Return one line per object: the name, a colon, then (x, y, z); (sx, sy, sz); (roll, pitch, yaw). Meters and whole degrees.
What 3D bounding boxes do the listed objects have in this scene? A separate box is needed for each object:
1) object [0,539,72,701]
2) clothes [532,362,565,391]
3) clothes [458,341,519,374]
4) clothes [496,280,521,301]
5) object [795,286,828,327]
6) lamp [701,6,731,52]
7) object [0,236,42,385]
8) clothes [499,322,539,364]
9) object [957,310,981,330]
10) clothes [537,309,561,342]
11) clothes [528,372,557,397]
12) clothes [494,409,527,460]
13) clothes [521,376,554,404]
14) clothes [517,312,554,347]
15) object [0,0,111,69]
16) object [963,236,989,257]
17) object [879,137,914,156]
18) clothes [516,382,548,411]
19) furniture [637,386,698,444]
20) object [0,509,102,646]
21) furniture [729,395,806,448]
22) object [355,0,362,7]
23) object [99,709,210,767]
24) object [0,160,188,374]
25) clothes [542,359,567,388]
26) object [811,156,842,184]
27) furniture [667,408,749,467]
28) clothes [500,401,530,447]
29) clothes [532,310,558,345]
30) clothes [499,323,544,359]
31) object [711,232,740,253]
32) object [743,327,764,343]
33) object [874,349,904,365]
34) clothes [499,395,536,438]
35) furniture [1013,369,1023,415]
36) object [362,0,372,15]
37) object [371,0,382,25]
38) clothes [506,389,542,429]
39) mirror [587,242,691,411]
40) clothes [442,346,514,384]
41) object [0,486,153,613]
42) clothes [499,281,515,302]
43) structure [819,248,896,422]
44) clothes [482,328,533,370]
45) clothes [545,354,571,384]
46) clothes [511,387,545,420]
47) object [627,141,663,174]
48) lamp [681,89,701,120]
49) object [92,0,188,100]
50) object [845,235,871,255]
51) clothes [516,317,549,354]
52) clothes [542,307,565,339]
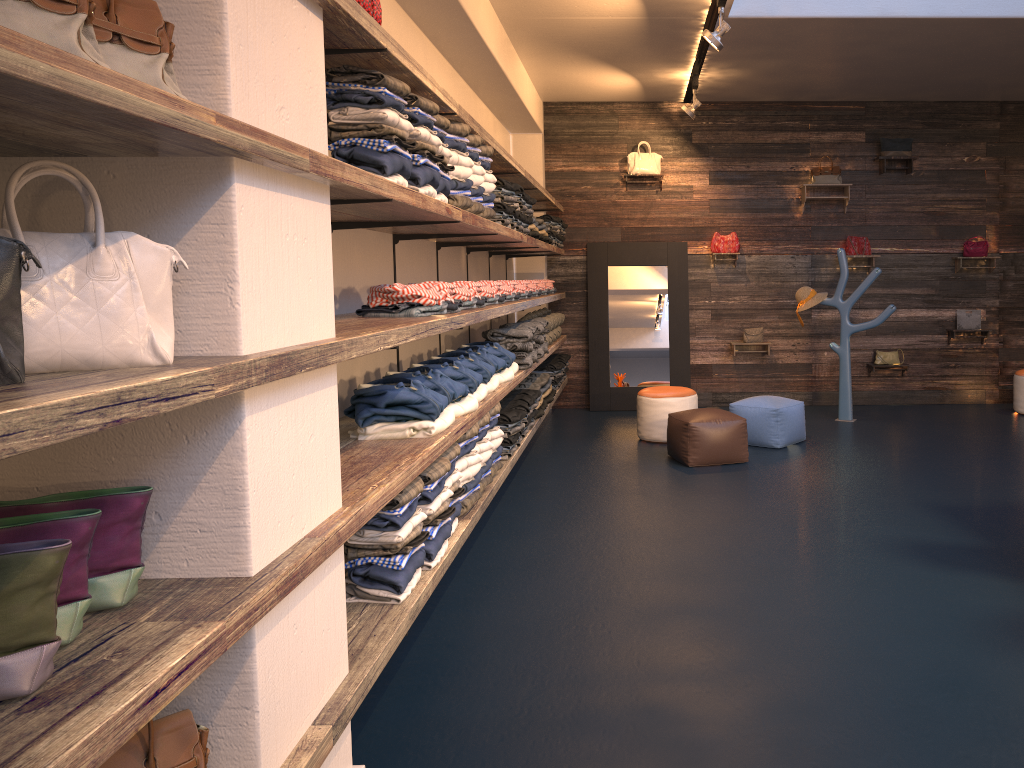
object: (-0.910, 0.380, 1.325); (0.440, 0.235, 0.169); (-3, 5, -19)
clothes: (0.332, -0.064, 8.570); (0.366, 0.298, 0.332); (0, 5, 6)
clothes: (-0.191, -0.163, 5.775); (0.423, 0.239, 0.432); (0, 6, 3)
clothes: (-0.097, -0.683, 6.365); (0.322, 0.154, 0.351); (-1, 6, -1)
object: (3.188, -0.819, 9.247); (0.336, 0.439, 0.356); (-1, 5, 0)
lamp: (1.426, -2.468, 6.052); (0.197, 0.326, 0.221); (-5, 6, -42)
object: (-0.942, -0.176, 1.284); (0.178, 0.384, 0.461); (2, 6, 39)
clothes: (0.017, -0.306, 6.594); (0.401, 0.316, 0.350); (-2, 5, -10)
object: (5.292, -0.746, 10.048); (0.263, 0.229, 0.083); (1, 4, 17)
clothes: (0.322, -0.611, 8.951); (0.329, 0.340, 0.404); (0, 5, 11)
clothes: (0.205, 0.006, 8.187); (0.417, 0.250, 0.348); (-1, 6, 1)
clothes: (-0.101, 0.311, 5.497); (0.366, 0.298, 0.332); (0, 5, 6)
clothes: (0.148, 0.054, 7.790); (0.403, 0.250, 0.360); (1, 6, 13)
clothes: (0.197, -0.504, 8.067); (0.329, 0.340, 0.404); (0, 5, 11)
object: (-0.857, -0.657, 1.348); (0.164, 0.365, 0.417); (3, 6, 45)
object: (5.343, -1.583, 10.008); (0.249, 0.242, 0.217); (-1, 5, -1)
object: (4.383, -2.694, 9.900); (0.426, 0.231, 0.175); (-1, 5, -6)
clothes: (0.090, 0.105, 7.373); (0.417, 0.250, 0.348); (-1, 6, 1)
furniture: (1.456, 0.277, 8.134); (0.573, 0.478, 0.590); (0, 5, 6)
object: (-0.946, 0.359, 1.498); (0.444, 0.235, 0.167); (-3, 5, -23)
furniture: (2.336, 0.321, 7.949); (0.596, 0.421, 0.704); (5, 8, 42)
object: (-0.615, -1.222, 2.530); (0.320, 0.244, 0.142); (-1, 4, -1)
object: (-0.781, 0.752, 1.682); (0.164, 0.365, 0.417); (3, 6, 45)
object: (-0.827, -0.215, 1.597); (0.463, 0.384, 0.177); (-6, 6, -42)
clothes: (0.367, -0.103, 8.897); (0.375, 0.298, 0.315); (-1, 5, -8)
object: (3.584, -2.434, 9.901); (0.341, 0.334, 0.171); (0, 4, 12)
furniture: (1.618, 0.416, 7.210); (0.676, 0.421, 0.625); (-2, 6, -12)
clothes: (-0.066, 0.271, 5.824); (0.375, 0.298, 0.315); (-1, 5, -8)
clothes: (0.260, -0.558, 8.509); (0.329, 0.340, 0.404); (0, 5, 11)
clothes: (0.085, -0.349, 7.007); (0.383, 0.301, 0.344); (-2, 5, -8)
object: (2.438, -1.616, 9.925); (0.327, 0.253, 0.142); (1, 4, 12)
object: (2.774, -0.562, 9.976); (0.285, 0.175, 0.098); (-3, 5, -22)
object: (4.363, -0.308, 10.004); (0.386, 0.173, 0.218); (-3, 6, -21)
clothes: (-0.020, 0.232, 6.151); (0.351, 0.298, 0.309); (0, 5, 3)
furniture: (5.764, 0.087, 9.442); (0.573, 0.478, 0.590); (0, 5, 6)
object: (-0.603, -1.234, 2.628); (0.317, 0.244, 0.143); (0, 4, 2)
object: (-0.584, -1.247, 2.731); (0.324, 0.244, 0.140); (-1, 4, -5)
clothes: (0.026, 0.192, 6.479); (0.344, 0.298, 0.315); (0, 5, 10)
mirror: (1.455, -0.664, 9.945); (1.158, 1.911, 0.267); (-1, 3, -1)
clothes: (-0.249, -0.114, 5.373); (0.404, 0.239, 0.451); (1, 6, 19)
object: (-0.929, 0.336, 1.690); (0.438, 0.235, 0.170); (-2, 5, -17)
clothes: (-0.168, -0.636, 6.031); (0.332, 0.158, 0.338); (2, 7, 24)
structure: (3.521, -0.516, 9.066); (0.900, 1.801, 0.185); (1, 4, 28)
clothes: (-0.026, -0.252, 6.216); (0.383, 0.301, 0.344); (-2, 5, -8)
clothes: (0.434, -0.164, 9.392); (0.361, 0.297, 0.658); (0, 6, 8)
clothes: (0.033, 0.153, 6.977); (0.403, 0.250, 0.360); (1, 6, 13)
object: (1.506, -2.554, 9.837); (0.441, 0.384, 0.186); (-2, 4, -12)
lamp: (1.798, -2.791, 8.693); (0.197, 0.326, 0.221); (-5, 6, -42)
object: (-0.821, -0.688, 1.601); (0.164, 0.365, 0.417); (3, 6, 45)
object: (3.979, -1.582, 9.948); (0.331, 0.254, 0.134); (-2, 4, -12)
clothes: (0.128, -0.402, 7.385); (0.401, 0.316, 0.350); (-2, 5, -10)
clothes: (0.384, -0.665, 9.393); (0.329, 0.340, 0.404); (0, 5, 11)
